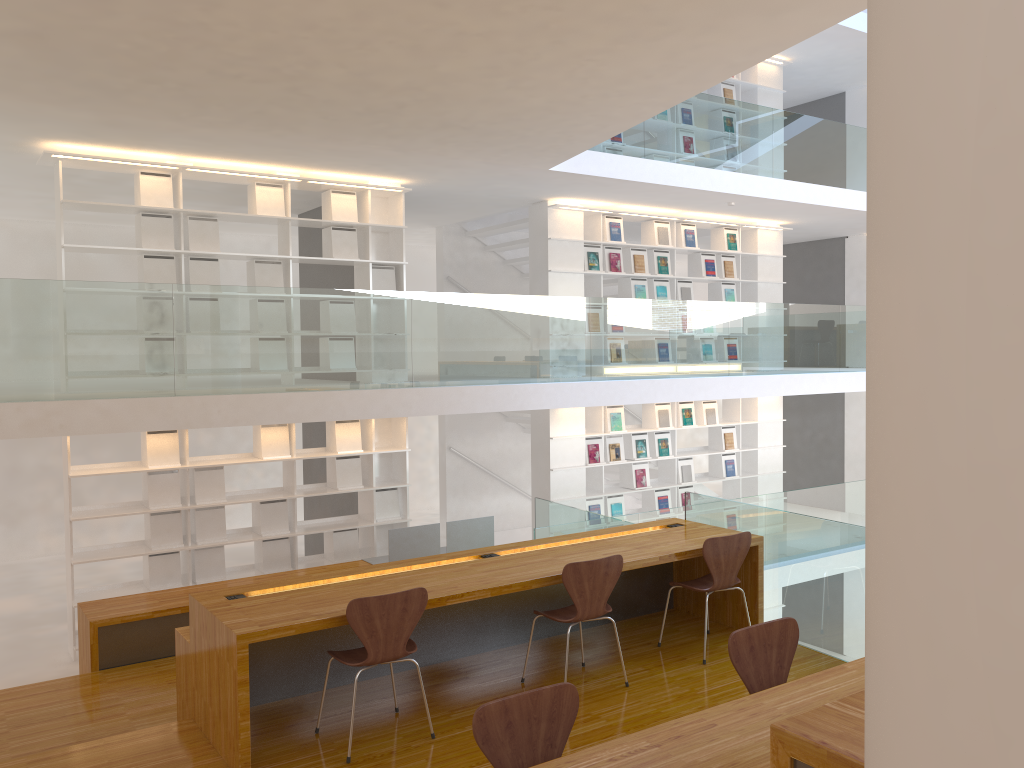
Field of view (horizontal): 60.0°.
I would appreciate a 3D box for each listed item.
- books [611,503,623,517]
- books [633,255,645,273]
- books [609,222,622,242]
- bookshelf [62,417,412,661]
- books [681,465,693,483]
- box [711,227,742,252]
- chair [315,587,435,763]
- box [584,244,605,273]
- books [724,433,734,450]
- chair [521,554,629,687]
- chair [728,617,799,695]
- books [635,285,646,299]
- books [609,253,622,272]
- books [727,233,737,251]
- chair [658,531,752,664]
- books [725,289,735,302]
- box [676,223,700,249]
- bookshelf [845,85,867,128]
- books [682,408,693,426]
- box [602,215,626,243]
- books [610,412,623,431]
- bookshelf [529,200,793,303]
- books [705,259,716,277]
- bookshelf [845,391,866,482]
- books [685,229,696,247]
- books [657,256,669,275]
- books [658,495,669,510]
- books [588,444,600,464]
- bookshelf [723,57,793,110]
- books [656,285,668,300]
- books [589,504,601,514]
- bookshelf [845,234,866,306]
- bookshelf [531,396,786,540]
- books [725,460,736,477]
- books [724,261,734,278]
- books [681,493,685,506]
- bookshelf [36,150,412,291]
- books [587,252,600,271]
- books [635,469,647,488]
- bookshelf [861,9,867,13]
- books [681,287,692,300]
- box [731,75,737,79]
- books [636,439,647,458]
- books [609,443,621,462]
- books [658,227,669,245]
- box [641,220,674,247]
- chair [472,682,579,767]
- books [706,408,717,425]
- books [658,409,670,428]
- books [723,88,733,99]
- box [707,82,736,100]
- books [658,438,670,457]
[{"bbox_3d":[1.155,1.415,9.736,0.145,0.210,0.037,-2,3,-34],"label":"books"},{"bbox_3d":[1.413,-1.327,9.833,0.145,0.210,0.037,-2,3,-34],"label":"books"},{"bbox_3d":[1.124,-1.649,9.627,0.145,0.210,0.037,-2,3,-34],"label":"books"},{"bbox_3d":[-2.255,1.169,7.561,2.984,1.836,0.498,-2,3,-34],"label":"bookshelf"},{"bbox_3d":[2.036,1.054,10.318,0.145,0.210,0.037,-2,3,-34],"label":"books"},{"bbox_3d":[2.593,-1.734,10.739,0.245,0.296,0.274,-2,3,-34],"label":"box"},{"bbox_3d":[-0.628,1.250,4.016,0.428,0.693,0.381,-2,3,-34],"label":"chair"},{"bbox_3d":[0.817,-1.344,9.558,0.245,0.296,0.274,-2,3,-34],"label":"box"},{"bbox_3d":[2.622,0.696,10.705,0.145,0.210,0.037,-2,3,-34],"label":"books"},{"bbox_3d":[0.322,1.218,4.607,0.428,0.693,0.381,-2,3,-34],"label":"chair"},{"bbox_3d":[1.049,1.260,3.230,0.428,0.693,0.381,-2,3,-34],"label":"chair"},{"bbox_3d":[1.431,-0.995,9.852,0.145,0.210,0.037,-2,3,-34],"label":"books"},{"bbox_3d":[1.125,-1.318,9.640,0.145,0.210,0.037,-2,3,-34],"label":"books"},{"bbox_3d":[2.642,-1.701,10.644,0.145,0.210,0.037,-2,3,-34],"label":"books"},{"bbox_3d":[1.128,1.189,5.148,0.428,0.693,0.381,-2,3,-34],"label":"chair"},{"bbox_3d":[2.620,-1.038,10.649,0.145,0.210,0.037,-2,3,-34],"label":"books"},{"bbox_3d":[2.002,-1.714,10.343,0.245,0.296,0.274,-2,3,-34],"label":"box"},{"bbox_3d":[6.027,-3.231,12.994,2.984,1.836,0.498,-2,3,-34],"label":"bookshelf"},{"bbox_3d":[2.040,0.387,10.301,0.145,0.210,0.037,-2,3,-34],"label":"books"},{"bbox_3d":[1.066,-1.680,9.715,0.245,0.296,0.274,-2,3,-34],"label":"box"},{"bbox_3d":[1.142,0.419,9.699,0.145,0.210,0.037,-2,3,-34],"label":"books"},{"bbox_3d":[1.844,-1.036,10.253,3.666,1.836,0.498,-2,3,-34],"label":"bookshelf"},{"bbox_3d":[2.339,-1.363,10.455,0.145,0.210,0.037,-2,3,-34],"label":"books"},{"bbox_3d":[6.072,0.874,13.144,2.984,1.836,0.498,-2,3,-34],"label":"bookshelf"},{"bbox_3d":[2.060,-1.682,10.254,0.145,0.210,0.037,-2,3,-34],"label":"books"},{"bbox_3d":[1.710,-1.338,10.029,0.145,0.210,0.037,-2,3,-34],"label":"books"},{"bbox_3d":[1.731,1.385,10.126,0.145,0.210,0.037,-2,3,-34],"label":"books"},{"bbox_3d":[0.882,0.754,9.537,0.145,0.210,0.037,-2,3,-34],"label":"books"},{"bbox_3d":[1.822,-3.081,10.179,3.666,1.836,0.498,-2,3,-34],"label":"bookshelf"},{"bbox_3d":[1.699,-1.008,10.035,0.145,0.210,0.037,-2,3,-34],"label":"books"},{"bbox_3d":[0.899,1.411,9.565,0.145,0.210,0.037,-2,3,-34],"label":"books"},{"bbox_3d":[6.050,-1.185,13.069,2.984,1.836,0.498,-2,3,-34],"label":"bookshelf"},{"bbox_3d":[1.839,1.022,10.371,3.666,1.836,0.397,-2,3,-34],"label":"bookshelf"},{"bbox_3d":[2.641,1.023,10.723,0.145,0.210,0.037,-2,3,-34],"label":"books"},{"bbox_3d":[2.602,-1.369,10.631,0.145,0.210,0.037,-2,3,-34],"label":"books"},{"bbox_3d":[2.037,1.375,10.331,0.145,0.210,0.037,-2,3,-34],"label":"books"},{"bbox_3d":[-2.277,-0.890,7.485,2.984,1.836,0.498,-2,3,-34],"label":"bookshelf"},{"bbox_3d":[0.871,-1.305,9.472,0.145,0.210,0.037,-2,3,-34],"label":"books"},{"bbox_3d":[1.443,1.060,9.923,0.145,0.210,0.037,-2,3,-34],"label":"books"},{"bbox_3d":[6.005,-5.244,12.921,2.984,1.836,0.498,-2,3,-34],"label":"bookshelf"},{"bbox_3d":[2.016,-1.012,10.244,0.145,0.210,0.037,-2,3,-34],"label":"books"},{"bbox_3d":[2.524,-3.778,10.633,0.245,0.296,0.274,-2,3,-34],"label":"box"},{"bbox_3d":[1.447,0.727,9.918,0.145,0.210,0.037,-2,3,-34],"label":"books"},{"bbox_3d":[1.130,0.760,9.716,0.145,0.210,0.037,-2,3,-34],"label":"books"},{"bbox_3d":[1.712,-1.668,10.021,0.145,0.210,0.037,-2,3,-34],"label":"books"},{"bbox_3d":[1.656,-1.701,10.110,0.245,0.296,0.274,-2,3,-34],"label":"box"},{"bbox_3d":[0.141,1.294,2.576,0.428,0.693,0.381,-2,3,-34],"label":"chair"},{"bbox_3d":[2.363,0.396,10.518,0.145,0.210,0.037,-2,3,-34],"label":"books"},{"bbox_3d":[1.732,0.397,10.094,0.145,0.210,0.037,-2,3,-34],"label":"books"},{"bbox_3d":[2.579,-3.408,10.556,0.145,0.210,0.037,-2,3,-34],"label":"books"},{"bbox_3d":[2.534,-3.449,10.649,0.245,0.296,0.274,-2,3,-34],"label":"box"},{"bbox_3d":[1.730,0.728,10.103,0.145,0.210,0.037,-2,3,-34],"label":"books"}]
